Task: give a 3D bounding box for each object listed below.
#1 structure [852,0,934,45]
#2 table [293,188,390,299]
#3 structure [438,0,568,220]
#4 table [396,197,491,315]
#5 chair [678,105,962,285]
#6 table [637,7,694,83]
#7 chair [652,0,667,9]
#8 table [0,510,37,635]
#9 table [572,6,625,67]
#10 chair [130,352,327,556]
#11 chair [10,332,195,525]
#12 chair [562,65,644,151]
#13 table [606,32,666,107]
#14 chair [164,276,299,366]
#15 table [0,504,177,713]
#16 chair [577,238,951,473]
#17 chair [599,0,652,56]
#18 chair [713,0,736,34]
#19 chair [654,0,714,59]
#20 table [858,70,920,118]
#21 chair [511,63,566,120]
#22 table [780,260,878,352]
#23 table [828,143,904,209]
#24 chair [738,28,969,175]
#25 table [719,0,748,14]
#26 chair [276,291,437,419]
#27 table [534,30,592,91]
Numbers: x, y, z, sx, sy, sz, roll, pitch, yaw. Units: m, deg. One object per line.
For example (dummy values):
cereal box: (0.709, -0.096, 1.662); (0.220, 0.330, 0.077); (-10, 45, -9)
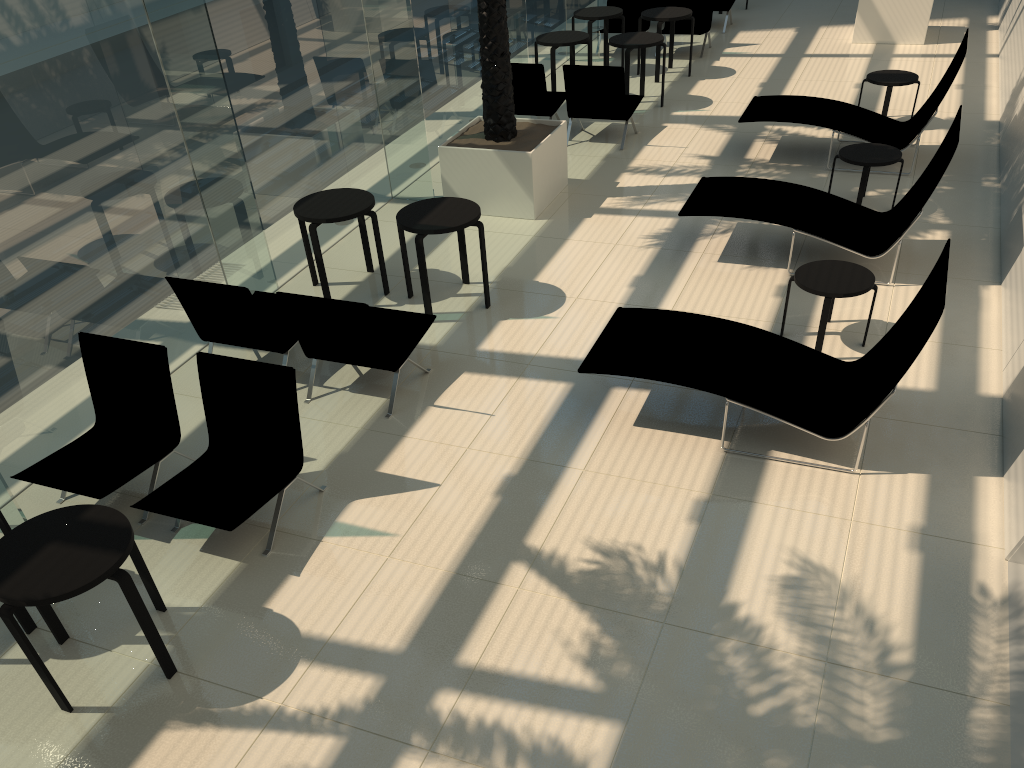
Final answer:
structure: (5.566, -8.183, 10.819); (4.510, 7.467, 4.042); (-25, 42, -25)
table: (-1.463, -1.178, 7.537); (0.665, 0.847, 0.636); (-21, 40, -21)
structure: (-0.341, -4.906, 6.801); (4.797, 7.603, 4.095); (7, 38, 14)
table: (-0.565, -1.035, 7.229); (0.665, 0.847, 0.636); (-21, 40, -21)
chair: (2.525, -1.659, 7.367); (2.015, 1.255, 0.854); (10, 39, 19)
table: (2.115, -4.691, 12.048); (0.669, 0.847, 0.632); (-18, 39, -18)
chair: (2.315, -6.360, 14.264); (0.708, 0.963, 0.822); (11, 39, 20)
table: (-3.026, 0.976, 4.697); (0.672, 0.847, 0.629); (-15, 38, -14)
table: (1.217, -4.834, 12.356); (0.669, 0.847, 0.632); (-18, 39, -18)
chair: (-1.718, 0.460, 5.160); (0.708, 0.963, 0.822); (11, 39, 20)
chair: (-2.581, 0.322, 5.456); (0.708, 0.963, 0.822); (11, 39, 20)
chair: (1.077, -3.346, 10.175); (0.708, 0.963, 0.822); (11, 39, 20)
table: (1.568, -3.955, 11.079); (0.665, 0.847, 0.636); (-21, 40, -21)
chair: (-1.929, -0.550, 6.605); (0.708, 0.963, 0.822); (11, 39, 20)
table: (-2.129, 1.119, 4.389); (0.672, 0.847, 0.629); (-15, 38, -14)
chair: (1.527, -0.292, 5.565); (2.015, 1.255, 0.854); (10, 39, 19)
chair: (1.663, -5.488, 13.116); (0.708, 0.963, 0.822); (11, 39, 20)
chair: (3.178, -6.223, 13.968); (0.708, 0.963, 0.822); (11, 39, 20)
chair: (2.526, -5.350, 12.820); (0.708, 0.963, 0.822); (11, 39, 20)
table: (4.306, -3.247, 9.999); (0.542, 0.561, 0.518); (-21, 40, -21)
chair: (0.214, -3.483, 10.472); (0.708, 0.963, 0.822); (11, 39, 20)
table: (2.339, -0.554, 6.450); (0.545, 0.561, 0.515); (-18, 39, -18)
table: (3.338, -1.921, 8.251); (0.545, 0.561, 0.515); (-18, 39, -18)
chair: (3.493, -2.984, 9.114); (2.015, 1.255, 0.854); (10, 39, 19)
table: (3.678, -6.845, 14.889); (0.665, 0.847, 0.636); (-21, 40, -21)
chair: (-1.065, -0.413, 6.309); (0.708, 0.963, 0.822); (11, 39, 20)
table: (0.670, -4.098, 11.387); (0.665, 0.847, 0.636); (-21, 40, -21)
